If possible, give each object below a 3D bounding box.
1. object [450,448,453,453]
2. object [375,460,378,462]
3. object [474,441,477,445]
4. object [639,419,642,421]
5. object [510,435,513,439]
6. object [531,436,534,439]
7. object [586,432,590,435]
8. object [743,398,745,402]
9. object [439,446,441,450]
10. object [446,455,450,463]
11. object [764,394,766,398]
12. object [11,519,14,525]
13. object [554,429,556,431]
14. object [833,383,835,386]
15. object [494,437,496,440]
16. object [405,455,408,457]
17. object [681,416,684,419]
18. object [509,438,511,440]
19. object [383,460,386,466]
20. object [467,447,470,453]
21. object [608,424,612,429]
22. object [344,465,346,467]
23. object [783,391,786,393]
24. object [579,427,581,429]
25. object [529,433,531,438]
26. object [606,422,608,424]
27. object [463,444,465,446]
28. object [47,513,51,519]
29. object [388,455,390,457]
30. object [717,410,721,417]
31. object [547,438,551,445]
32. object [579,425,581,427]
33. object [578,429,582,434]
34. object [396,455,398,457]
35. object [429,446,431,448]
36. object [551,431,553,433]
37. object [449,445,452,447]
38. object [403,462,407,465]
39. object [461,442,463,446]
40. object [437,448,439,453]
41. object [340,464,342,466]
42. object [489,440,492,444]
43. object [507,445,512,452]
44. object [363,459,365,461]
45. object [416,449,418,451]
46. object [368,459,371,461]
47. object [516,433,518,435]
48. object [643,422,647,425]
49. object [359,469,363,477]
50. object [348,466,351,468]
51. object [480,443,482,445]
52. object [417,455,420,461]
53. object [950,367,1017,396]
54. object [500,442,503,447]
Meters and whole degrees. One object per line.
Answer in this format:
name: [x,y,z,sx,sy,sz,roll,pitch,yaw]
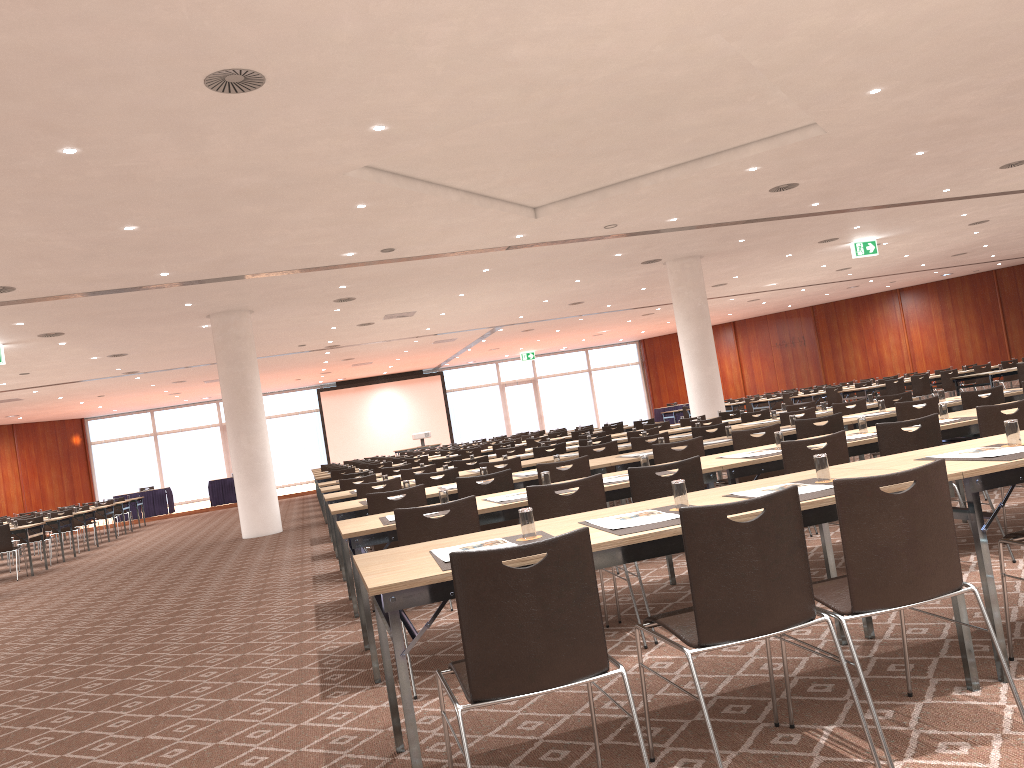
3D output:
object: [-1.300,1.427,19.019,0.054,0.114,0.054,-11,-3,43]
object: [-2.844,1.654,18.631,0.054,0.114,0.054,-11,-3,43]
object: [-0.958,1.554,23.205,0.054,0.114,0.054,-10,-2,20]
object: [2.601,0.761,17.908,0.054,0.114,0.054,-11,-3,43]
object: [-0.015,1.414,23.437,0.054,0.114,0.054,-10,-2,20]
object: [0.410,1.085,17.376,0.054,0.114,0.054,-11,-3,43]
object: [1.206,0.812,13.974,0.054,0.114,0.054,-8,-2,-25]
object: [6.553,0.444,25.042,0.054,0.114,0.054,-8,-2,-25]
object: [-2.031,1.801,25.000,0.054,0.114,0.054,-10,-2,20]
object: [-0.969,1.134,13.454,0.054,0.114,0.054,-10,-2,20]
object: [7.181,0.351,25.196,0.054,0.114,0.054,-8,-2,-25]
object: [-9.573,2.649,16.997,0.054,0.114,0.054,-11,-3,43]
object: [1.049,1.168,21.649,0.054,0.114,0.054,-10,-2,20]
object: [9.355,0.029,25.722,0.054,0.114,0.054,-11,-3,43]
object: [-0.479,1.572,25.380,0.054,0.114,0.054,-10,-2,20]
object: [-2.236,1.565,18.789,0.054,0.114,0.054,-11,-3,43]
object: [2.767,0.582,14.370,0.054,0.114,0.054,-10,-2,20]
object: [-0.044,1.241,19.320,0.054,0.114,0.054,-11,-3,43]
object: [-2.398,1.500,16.699,0.054,0.114,0.054,-10,-2,20]
object: [-0.835,1.269,17.064,0.054,0.114,0.054,-11,-3,43]
object: [1.963,0.856,17.757,0.054,0.114,0.054,-10,-2,20]
object: [-3.476,1.748,18.488,0.054,0.114,0.054,-11,-3,43]
object: [7.797,0.260,25.347,0.054,0.114,0.054,-8,-2,-25]
object: [1.519,1.010,19.707,0.054,0.114,0.054,-10,-2,20]
object: [0.439,1.259,21.499,0.054,0.114,0.054,-10,-2,20]
object: [2.130,0.920,19.852,0.054,0.114,0.054,-11,-3,43]
object: [-1.129,1.490,21.102,0.054,0.114,0.054,-10,-2,20]
object: [-8.942,2.555,17.136,0.054,0.114,0.054,-11,-3,43]
object: [-3.147,1.877,22.680,0.054,0.114,0.054,-10,-2,20]
object: [3.397,0.489,14.519,0.054,0.114,0.054,-8,-2,-25]
object: [0.575,0.905,13.823,0.054,0.114,0.054,-8,-2,-25]
object: [1.677,1.075,21.792,0.054,0.114,0.054,-11,-3,43]
object: [1.349,0.947,17.611,0.054,0.114,0.054,-10,-2,20]
object: [-2.677,1.719,20.731,0.054,0.114,0.054,-10,-2,20]
object: [-2.491,1.957,26.937,0.054,0.114,0.054,-10,-2,20]
object: [0.890,1.103,19.542,0.054,0.114,0.054,-10,-2,20]
object: [-1.591,1.647,23.054,0.054,0.114,0.054,-10,-2,20]
object: [-1.595,1.226,13.292,0.054,0.114,0.054,-9,-2,-2]
object: [-1.411,1.709,25.147,0.054,0.114,0.054,-10,-2,20]
object: [-1.747,1.581,20.953,0.054,0.114,0.054,-10,-2,20]
object: [-3.929,1.904,20.420,0.054,0.114,0.054,-11,-3,43]
object: [-0.508,1.398,21.263,0.054,0.114,0.054,-10,-2,20]
object: [-0.040,0.996,13.677,0.054,0.114,0.054,-8,-2,-25]
object: [-3.754,1.966,22.516,0.054,0.114,0.054,-10,-2,20]
object: [-2.657,1.894,24.853,0.054,0.114,0.054,-10,-2,20]
object: [-3.303,1.812,20.587,0.054,0.114,0.054,-10,-2,20]
object: [0.138,1.481,25.530,0.054,0.114,0.054,-10,-2,20]
object: [2.138,0.674,14.207,0.054,0.114,0.054,-9,-2,-2]
object: [-2.230,1.319,13.131,0.054,0.114,0.054,-8,-2,-25]
object: [-3.026,1.593,16.547,0.054,0.114,0.054,-11,-3,43]
object: [-0.661,1.332,19.165,0.054,0.114,0.054,-11,-3,43]
object: [-1.767,1.406,16.839,0.054,0.114,0.054,-10,-2,20]
object: [9.244,0.108,15.958,2.266,0.832,0.954,-8,-2,-14]
object: [-0.208,1.176,17.228,0.054,0.114,0.054,-11,-3,43]
